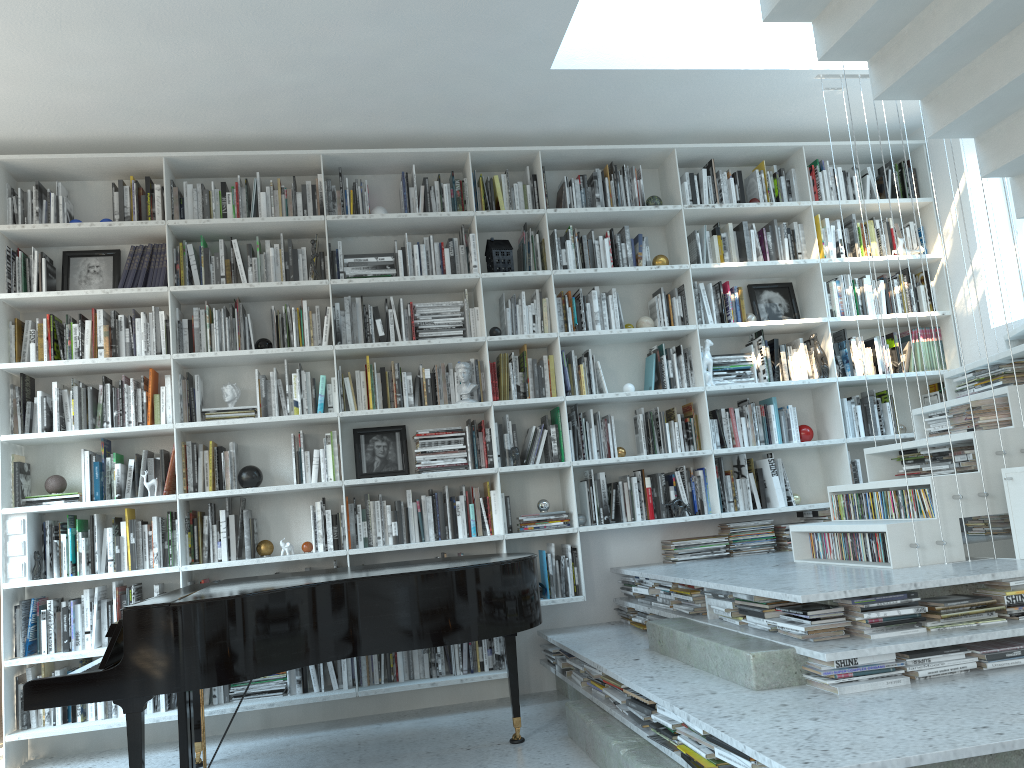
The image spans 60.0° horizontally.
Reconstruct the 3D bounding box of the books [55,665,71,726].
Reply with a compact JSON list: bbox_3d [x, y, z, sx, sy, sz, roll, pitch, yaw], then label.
[{"bbox_3d":[-2.284,1.582,4.516,0.023,0.265,0.177,-4,-8,-11],"label":"books"}]

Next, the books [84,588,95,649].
[{"bbox_3d":[-2.186,1.215,4.607,0.027,0.299,0.142,-4,-8,-11],"label":"books"}]

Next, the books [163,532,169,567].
[{"bbox_3d":[-1.826,0.879,4.719,0.041,0.181,0.142,-4,-8,-11],"label":"books"}]

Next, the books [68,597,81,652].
[{"bbox_3d":[-2.250,1.237,4.571,0.013,0.256,0.189,-4,-8,-11],"label":"books"}]

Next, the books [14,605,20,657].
[{"bbox_3d":[-2.513,1.259,4.544,0.012,0.253,0.161,-4,-8,-11],"label":"books"}]

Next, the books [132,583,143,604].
[{"bbox_3d":[-1.957,1.197,4.640,0.013,0.300,0.173,-4,-8,-11],"label":"books"}]

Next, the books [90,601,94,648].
[{"bbox_3d":[-2.165,1.247,4.608,0.012,0.232,0.148,-4,-8,-11],"label":"books"}]

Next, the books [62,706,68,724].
[{"bbox_3d":[-2.262,1.613,4.531,0.022,0.205,0.159,-4,-8,-11],"label":"books"}]

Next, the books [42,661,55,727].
[{"bbox_3d":[-2.360,1.563,4.517,0.011,0.318,0.158,-4,-8,-11],"label":"books"}]

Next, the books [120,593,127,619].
[{"bbox_3d":[-2.013,1.226,4.640,0.029,0.254,0.153,-4,-8,-11],"label":"books"}]

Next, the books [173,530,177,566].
[{"bbox_3d":[-1.783,0.876,4.741,0.023,0.186,0.130,-4,-8,-11],"label":"books"}]

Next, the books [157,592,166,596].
[{"bbox_3d":[-1.829,1.217,4.644,0.011,0.239,0.175,-4,-8,-11],"label":"books"}]

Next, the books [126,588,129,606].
[{"bbox_3d":[-1.994,1.211,4.649,0.013,0.283,0.139,-4,-8,-11],"label":"books"}]

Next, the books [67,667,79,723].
[{"bbox_3d":[-2.243,1.589,4.542,0.022,0.252,0.139,-4,-8,-11],"label":"books"}]

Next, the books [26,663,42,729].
[{"bbox_3d":[-2.410,1.578,4.502,0.044,0.293,0.181,-4,-8,-11],"label":"books"}]

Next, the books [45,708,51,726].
[{"bbox_3d":[-2.339,1.606,4.509,0.022,0.226,0.155,-4,-8,-11],"label":"books"}]

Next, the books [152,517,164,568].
[{"bbox_3d":[-1.870,0.838,4.699,0.021,0.265,0.186,-4,-8,-11],"label":"books"}]

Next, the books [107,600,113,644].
[{"bbox_3d":[-2.076,1.244,4.621,0.028,0.224,0.134,-4,-8,-11],"label":"books"}]

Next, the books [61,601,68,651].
[{"bbox_3d":[-2.299,1.249,4.593,0.022,0.247,0.134,-4,-8,-11],"label":"books"}]

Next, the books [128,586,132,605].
[{"bbox_3d":[-1.975,1.204,4.641,0.022,0.290,0.138,-4,-8,-11],"label":"books"}]

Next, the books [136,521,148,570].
[{"bbox_3d":[-1.952,0.852,4.687,0.028,0.248,0.159,-4,-8,-11],"label":"books"}]

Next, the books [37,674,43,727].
[{"bbox_3d":[-2.375,1.600,4.512,0.024,0.246,0.143,-4,-8,-11],"label":"books"}]

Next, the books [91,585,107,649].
[{"bbox_3d":[-2.140,1.205,4.598,0.039,0.307,0.172,-4,-8,-11],"label":"books"}]

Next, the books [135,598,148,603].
[{"bbox_3d":[-1.918,1.237,4.643,0.059,0.216,0.177,-4,-8,-11],"label":"books"}]

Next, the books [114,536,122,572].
[{"bbox_3d":[-2.047,0.891,4.659,0.029,0.181,0.190,-4,-8,-11],"label":"books"}]

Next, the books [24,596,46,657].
[{"bbox_3d":[-2.441,1.237,4.539,0.052,0.283,0.172,-4,-8,-11],"label":"books"}]

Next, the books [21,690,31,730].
[{"bbox_3d":[-2.431,1.628,4.475,0.029,0.190,0.176,-4,-8,-11],"label":"books"}]

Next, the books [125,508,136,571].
[{"bbox_3d":[-2.007,0.820,4.685,0.021,0.322,0.172,-4,-8,-11],"label":"books"}]

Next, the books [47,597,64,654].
[{"bbox_3d":[-2.345,1.240,4.560,0.029,0.266,0.172,-4,-8,-11],"label":"books"}]

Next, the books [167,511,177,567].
[{"bbox_3d":[-1.801,0.823,4.712,0.014,0.286,0.179,-4,-8,-11],"label":"books"}]

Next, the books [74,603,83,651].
[{"bbox_3d":[-2.221,1.250,4.583,0.028,0.229,0.158,-4,-8,-11],"label":"books"}]

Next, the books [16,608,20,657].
[{"bbox_3d":[-2.490,1.263,4.534,0.029,0.238,0.154,-4,-8,-11],"label":"books"}]

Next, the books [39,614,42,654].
[{"bbox_3d":[-2.393,1.279,4.562,0.024,0.197,0.148,-4,-8,-11],"label":"books"}]

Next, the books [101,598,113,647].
[{"bbox_3d":[-2.106,1.240,4.621,0.031,0.238,0.132,-4,-8,-11],"label":"books"}]

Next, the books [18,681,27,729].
[{"bbox_3d":[-2.462,1.622,4.498,0.023,0.215,0.159,-4,-8,-11],"label":"books"}]

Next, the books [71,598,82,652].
[{"bbox_3d":[-2.238,1.238,4.568,0.010,0.252,0.178,-4,-8,-11],"label":"books"}]

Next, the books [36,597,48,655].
[{"bbox_3d":[-2.413,1.243,4.563,0.010,0.273,0.150,-4,-8,-11],"label":"books"}]

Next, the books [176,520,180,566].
[{"bbox_3d":[-1.765,0.844,4.722,0.010,0.239,0.174,-4,-8,-11],"label":"books"}]

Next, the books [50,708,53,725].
[{"bbox_3d":[-2.317,1.626,4.517,0.022,0.186,0.145,-4,-8,-11],"label":"books"}]

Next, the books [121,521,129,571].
[{"bbox_3d":[-2.025,0.855,4.679,0.026,0.253,0.176,-4,-8,-11],"label":"books"}]

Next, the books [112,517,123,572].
[{"bbox_3d":[-2.074,0.844,4.671,0.014,0.281,0.150,-4,-8,-11],"label":"books"}]

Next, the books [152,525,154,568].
[{"bbox_3d":[-1.887,0.851,4.711,0.010,0.246,0.160,-4,-8,-11],"label":"books"}]

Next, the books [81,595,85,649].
[{"bbox_3d":[-2.206,1.230,4.608,0.013,0.273,0.146,-4,-8,-11],"label":"books"}]

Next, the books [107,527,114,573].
[{"bbox_3d":[-2.092,0.872,4.665,0.027,0.229,0.159,-4,-8,-11],"label":"books"}]

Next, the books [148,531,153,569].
[{"bbox_3d":[-1.902,0.878,4.709,0.023,0.194,0.140,-4,-8,-11],"label":"books"}]

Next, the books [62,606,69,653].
[{"bbox_3d":[-2.268,1.255,4.563,0.028,0.223,0.189,-4,-8,-11],"label":"books"}]

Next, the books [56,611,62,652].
[{"bbox_3d":[-2.319,1.274,4.582,0.025,0.199,0.137,-4,-8,-11],"label":"books"}]

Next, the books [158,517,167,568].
[{"bbox_3d":[-1.856,0.842,4.720,0.013,0.259,0.143,-4,-8,-11],"label":"books"}]

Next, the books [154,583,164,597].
[{"bbox_3d":[-1.853,1.199,4.670,0.025,0.287,0.131,-4,-8,-11],"label":"books"}]

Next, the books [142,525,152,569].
[{"bbox_3d":[-1.927,0.862,4.704,0.025,0.229,0.153,-4,-8,-11],"label":"books"}]

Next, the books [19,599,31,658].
[{"bbox_3d":[-2.470,1.241,4.524,0.011,0.276,0.189,-4,-8,-11],"label":"books"}]

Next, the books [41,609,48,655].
[{"bbox_3d":[-2.368,1.263,4.546,0.022,0.220,0.188,-4,-8,-11],"label":"books"}]

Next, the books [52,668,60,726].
[{"bbox_3d":[-2.301,1.584,4.507,0.013,0.261,0.174,-4,-8,-11],"label":"books"}]

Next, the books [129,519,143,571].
[{"bbox_3d":[-1.979,0.847,4.678,0.028,0.260,0.181,-4,-8,-11],"label":"books"}]

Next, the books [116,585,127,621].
[{"bbox_3d":[-2.031,1.205,4.622,0.012,0.295,0.176,-4,-8,-11],"label":"books"}]

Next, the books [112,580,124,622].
[{"bbox_3d":[-2.044,1.189,4.614,0.014,0.325,0.171,-4,-8,-11],"label":"books"}]

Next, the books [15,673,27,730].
[{"bbox_3d":[-2.481,1.604,4.497,0.012,0.253,0.161,-4,-8,-11],"label":"books"}]

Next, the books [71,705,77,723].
[{"bbox_3d":[-2.218,1.601,4.534,0.022,0.220,0.163,-4,-8,-11],"label":"books"}]

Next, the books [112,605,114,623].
[{"bbox_3d":[-2.055,1.251,4.623,0.013,0.209,0.155,-4,-8,-11],"label":"books"}]
